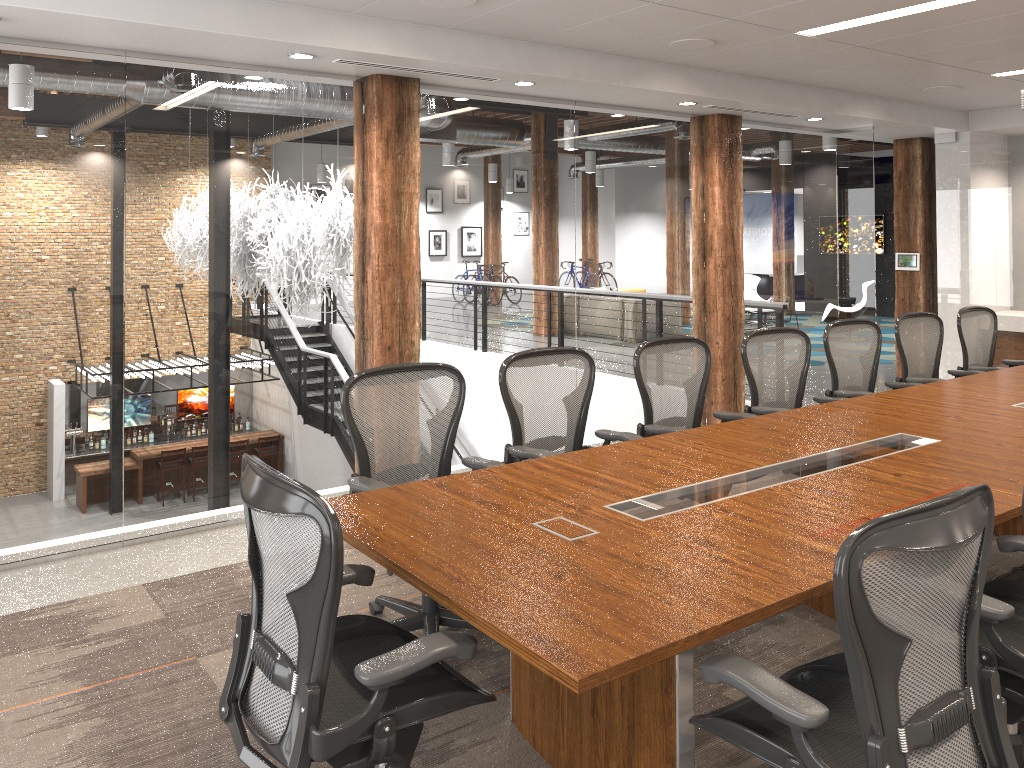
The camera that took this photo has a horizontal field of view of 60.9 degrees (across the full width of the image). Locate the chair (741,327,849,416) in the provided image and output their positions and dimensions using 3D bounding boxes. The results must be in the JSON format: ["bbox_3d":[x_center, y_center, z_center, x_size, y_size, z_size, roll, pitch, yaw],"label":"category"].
[{"bbox_3d":[1.678,0.245,4.913,0.794,1.088,0.773,2,3,40],"label":"chair"}]

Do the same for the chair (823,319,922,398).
[{"bbox_3d":[2.323,0.166,5.357,0.804,1.088,0.763,-3,3,-43],"label":"chair"}]

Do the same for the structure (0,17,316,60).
[{"bbox_3d":[-2.047,-1.973,7.477,1.454,3.664,7.245,0,7,-5],"label":"structure"}]

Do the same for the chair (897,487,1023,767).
[{"bbox_3d":[1.388,0.654,2.505,0.803,1.088,0.764,-2,3,-36],"label":"chair"}]

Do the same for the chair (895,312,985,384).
[{"bbox_3d":[2.968,0.073,5.886,0.794,1.088,0.773,2,3,38],"label":"chair"}]

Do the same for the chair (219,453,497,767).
[{"bbox_3d":[-0.404,0.711,2.225,0.771,1.088,0.796,1,3,28],"label":"chair"}]

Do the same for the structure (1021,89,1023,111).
[{"bbox_3d":[3.399,-1.886,5.290,0.319,0.454,0.463,-2,4,-36],"label":"structure"}]

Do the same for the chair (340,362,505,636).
[{"bbox_3d":[-0.313,0.488,3.535,0.793,1.088,0.774,1,3,28],"label":"chair"}]

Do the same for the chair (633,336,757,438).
[{"bbox_3d":[1.012,0.330,4.426,0.763,1.088,0.805,2,3,43],"label":"chair"}]

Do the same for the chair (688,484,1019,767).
[{"bbox_3d":[0.726,0.747,1.981,0.773,1.088,0.794,-2,3,-42],"label":"chair"}]

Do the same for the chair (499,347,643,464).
[{"bbox_3d":[0.323,0.399,4.039,0.793,1.088,0.773,2,3,36],"label":"chair"}]

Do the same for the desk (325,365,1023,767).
[{"bbox_3d":[2.172,0.554,4.032,6.066,0.751,1.414,-7,10,-35],"label":"desk"}]

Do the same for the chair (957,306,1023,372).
[{"bbox_3d":[3.620,0.000,6.299,0.802,1.088,0.765,-2,3,-30],"label":"chair"}]

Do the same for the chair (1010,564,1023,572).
[{"bbox_3d":[2.040,0.582,2.916,0.793,1.088,0.774,1,3,35],"label":"chair"}]

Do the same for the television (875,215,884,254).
[{"bbox_3d":[6.912,-3.039,17.755,0.049,0.791,1.473,1,5,-36],"label":"television"}]
